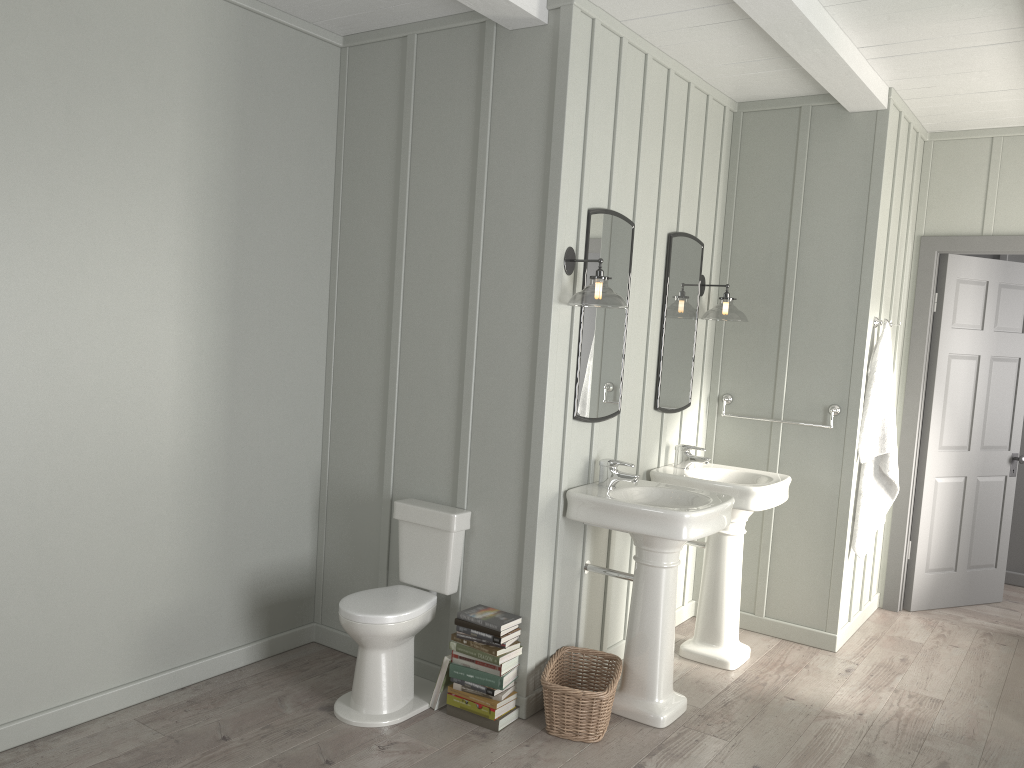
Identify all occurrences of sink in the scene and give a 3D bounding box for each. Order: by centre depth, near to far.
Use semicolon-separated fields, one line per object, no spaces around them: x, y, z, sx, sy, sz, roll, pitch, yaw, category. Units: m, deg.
0.549;0.837;3.636;0.585;1.015;0.550;7;6;34;sink
0.988;0.820;4.286;0.585;1.015;0.550;7;6;34;sink

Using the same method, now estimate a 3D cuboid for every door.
0.746;0.327;2.576;4.400;2.200;7.515;6;5;34;door

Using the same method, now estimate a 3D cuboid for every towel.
1.878;0.292;4.468;0.167;1.206;0.308;8;6;39;towel

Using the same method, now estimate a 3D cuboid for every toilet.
-0.461;0.898;3.537;0.342;0.788;0.507;7;6;34;toilet

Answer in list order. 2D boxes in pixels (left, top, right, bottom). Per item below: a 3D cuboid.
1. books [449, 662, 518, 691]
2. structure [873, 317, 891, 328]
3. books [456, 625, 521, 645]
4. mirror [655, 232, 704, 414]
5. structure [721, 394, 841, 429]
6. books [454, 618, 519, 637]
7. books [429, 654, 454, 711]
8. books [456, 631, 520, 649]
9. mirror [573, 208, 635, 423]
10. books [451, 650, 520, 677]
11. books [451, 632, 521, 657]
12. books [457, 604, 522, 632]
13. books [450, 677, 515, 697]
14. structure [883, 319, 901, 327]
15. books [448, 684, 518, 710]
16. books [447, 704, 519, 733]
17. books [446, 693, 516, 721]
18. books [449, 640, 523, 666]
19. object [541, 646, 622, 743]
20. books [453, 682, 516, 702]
-0.109;1.127;3.475;0.235;0.053;0.154;5;4;25;books
1.864;-0.308;4.445;0.082;0.056;0.054;6;5;35;structure
-0.090;0.960;3.449;0.214;0.024;0.145;6;5;34;books
0.829;-0.294;4.344;0.015;0.885;0.410;7;6;34;mirror
1.373;0.140;4.577;0.622;0.123;0.053;6;5;35;structure
-0.098;0.934;3.453;0.213;0.024;0.145;6;4;31;books
-0.243;1.189;3.570;0.094;0.236;0.164;7;6;34;books
-0.092;0.983;3.464;0.213;0.025;0.145;5;4;24;books
0.388;-0.277;3.690;0.015;0.885;0.410;7;6;34;mirror
-0.103;1.075;3.474;0.230;0.052;0.150;6;4;30;books
-0.103;1.006;3.463;0.240;0.024;0.143;7;5;40;books
-0.087;0.910;3.444;0.214;0.024;0.144;6;5;36;books
-0.115;1.165;3.474;0.214;0.024;0.145;6;5;35;books
2.001;-0.313;4.648;0.082;0.056;0.054;6;5;35;structure
-0.116;1.213;3.480;0.240;0.024;0.143;6;5;35;books
-0.114;1.291;3.493;0.247;0.049;0.158;6;5;32;books
-0.120;1.246;3.481;0.230;0.042;0.157;6;5;33;books
-0.102;1.033;3.464;0.243;0.032;0.164;6;5;35;books
0.274;1.229;3.501;0.297;0.221;0.455;5;4;15;object
-0.106;1.189;3.483;0.213;0.025;0.145;5;4;25;books
